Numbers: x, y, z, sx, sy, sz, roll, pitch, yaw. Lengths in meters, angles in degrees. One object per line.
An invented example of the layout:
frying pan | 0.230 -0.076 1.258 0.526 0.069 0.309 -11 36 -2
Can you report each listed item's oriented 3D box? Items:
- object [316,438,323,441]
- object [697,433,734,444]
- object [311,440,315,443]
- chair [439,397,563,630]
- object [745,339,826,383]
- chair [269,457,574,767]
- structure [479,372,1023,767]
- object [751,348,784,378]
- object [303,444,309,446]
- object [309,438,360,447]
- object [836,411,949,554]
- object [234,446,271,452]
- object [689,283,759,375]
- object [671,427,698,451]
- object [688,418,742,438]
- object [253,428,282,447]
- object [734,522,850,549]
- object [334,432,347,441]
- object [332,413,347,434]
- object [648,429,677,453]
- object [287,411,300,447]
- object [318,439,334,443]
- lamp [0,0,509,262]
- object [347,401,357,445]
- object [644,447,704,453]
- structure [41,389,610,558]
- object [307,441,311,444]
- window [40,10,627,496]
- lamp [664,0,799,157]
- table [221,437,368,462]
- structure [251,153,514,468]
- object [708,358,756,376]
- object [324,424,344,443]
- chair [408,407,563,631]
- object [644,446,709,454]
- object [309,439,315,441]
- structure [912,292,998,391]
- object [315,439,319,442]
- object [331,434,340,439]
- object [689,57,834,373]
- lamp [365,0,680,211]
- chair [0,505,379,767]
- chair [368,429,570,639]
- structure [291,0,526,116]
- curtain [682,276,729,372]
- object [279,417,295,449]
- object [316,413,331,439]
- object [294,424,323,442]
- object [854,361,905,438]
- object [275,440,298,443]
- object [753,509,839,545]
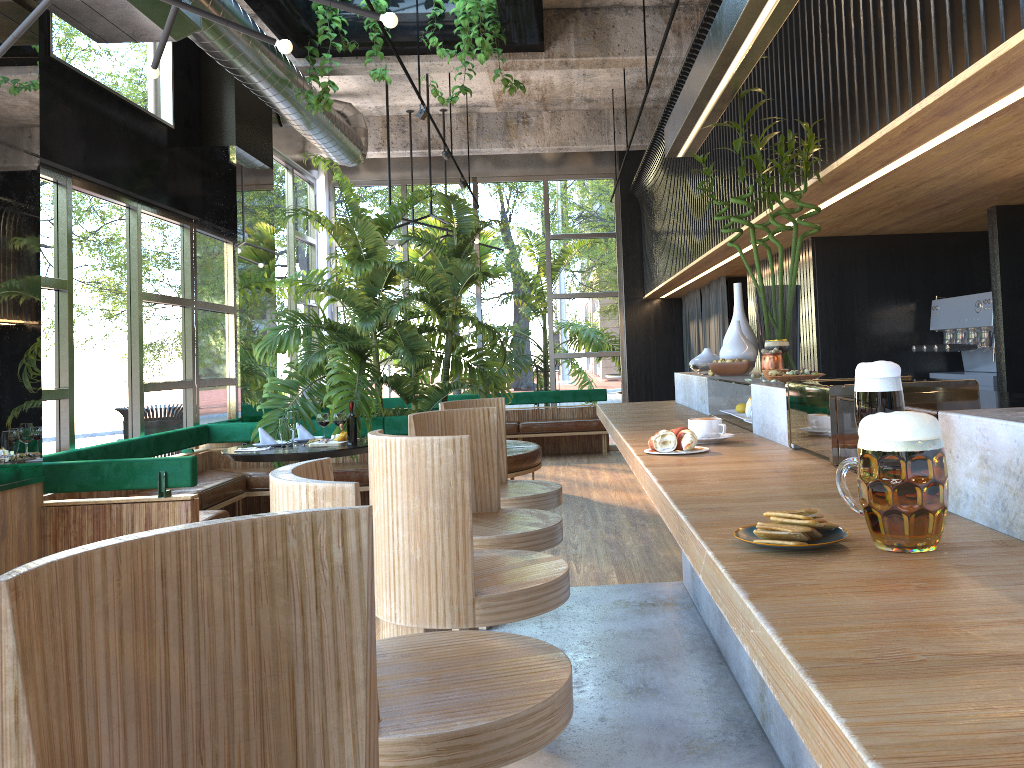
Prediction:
object | -1.402 0.410 6.430 0.097 0.028 0.130 -2 2 16
object | 0.541 0.154 2.482 0.162 0.020 0.159 -2 2 -3
object | -1.406 0.414 6.276 0.032 0.031 0.040 -2 0 26
chair | -0.041 0.559 4.049 0.539 0.971 0.555 -2 -2 11
object | 0.866 -0.081 2.942 0.209 0.135 0.810 -2 2 9
chair | -0.157 0.634 1.678 0.573 0.971 0.520 -1 -2 -39
structure | 2.363 0.315 1.196 5.858 1.732 7.110 -2 1 1
object | 0.916 -0.077 3.198 0.161 0.107 0.086 -3 0 -44
object | -1.444 0.426 6.234 0.062 0.013 0.147 -2 2 -3
object | -1.255 0.413 6.296 0.235 0.019 0.358 -2 2 11
object | 0.493 0.120 1.136 0.112 0.172 0.136 -2 -1 -5
object | -1.743 0.440 6.049 0.256 0.019 0.157 -2 2 0
object | 0.950 -0.240 3.815 0.331 0.398 0.304 -1 -1 -41
object | 0.438 0.141 2.293 0.073 0.060 0.125 -2 1 -29
object | 0.561 0.125 2.482 0.136 0.064 0.108 -3 1 -20
object | -1.720 0.376 6.309 0.239 0.139 0.226 -2 1 -16
object | 0.369 0.203 1.173 0.156 0.013 0.143 -3 2 -28
object | -1.210 0.369 6.295 0.099 0.064 0.162 -2 1 -28
object | -1.266 0.316 6.528 0.104 0.201 0.100 -2 -2 -10
object | 0.385 0.144 2.276 0.061 0.059 0.073 -2 0 -8
object | -1.531 0.313 6.219 0.095 0.245 0.090 -1 -2 -17
object | -1.313 0.399 6.291 0.101 0.013 0.222 -2 2 7
lamp | 0.133 -2.294 2.353 5.094 1.825 18.868 -2 2 3
object | -1.113 0.271 6.171 0.067 0.299 0.070 -3 -3 17
object | 0.423 0.170 2.284 0.117 0.005 0.126 -1 2 40
structure | 0.012 0.478 1.981 6.040 1.550 20.076 -2 2 3
object | -1.443 0.419 6.336 0.033 0.019 0.038 -2 1 13
window | -1.191 -1.954 2.042 4.146 6.500 20.324 -2 1 3
lamp | 1.899 -2.191 1.447 5.025 2.135 6.677 -2 1 -5
table | -1.449 0.807 6.261 1.148 0.752 1.051 -2 0 -31
structure | -1.205 -0.559 8.665 2.491 3.442 2.601 -2 -1 -15
object | 0.876 -0.069 3.564 0.188 0.073 0.232 -2 1 21
object | -1.243 0.344 6.204 0.144 0.124 0.097 -2 -1 -19
chair | -0.086 0.585 3.241 0.568 0.971 0.525 -1 -2 -24
object | 0.424 0.172 2.288 0.164 0.005 0.170 -2 2 12
object | -1.453 0.414 6.455 0.024 0.025 0.047 -2 1 20
structure | 2.808 0.238 5.299 0.551 1.597 0.836 -2 -2 1
object | -1.400 0.410 6.366 0.033 0.032 0.037 -2 0 -1
object | -1.232 0.381 6.395 0.193 0.038 0.064 -1 1 34
object | 1.102 -0.673 3.823 0.641 1.552 0.612 -4 -3 39
lamp | -0.647 -2.548 6.607 3.803 1.533 9.992 -2 2 0
chair | -0.212 0.659 0.909 0.574 0.971 0.520 -1 -2 -42
chair | -0.110 0.608 2.492 0.528 0.971 0.565 -3 -2 24
structure | -0.726 -2.967 7.350 2.084 1.519 1.469 -2 0 29
curtain | 2.209 -0.115 10.199 0.122 2.061 3.268 -2 0 3
object | -1.532 0.336 6.051 0.100 0.209 0.110 -3 -2 35
object | -1.394 0.320 6.566 0.104 0.201 0.100 -2 -2 -10
object | -1.530 0.359 6.640 0.239 0.139 0.226 -2 1 -16
object | 0.564 0.080 1.359 0.071 0.232 0.078 -4 -3 33
object | -1.704 0.423 6.556 0.165 0.019 0.243 -4 2 -39
object | 0.371 0.188 1.175 0.092 0.041 0.148 -2 2 35
